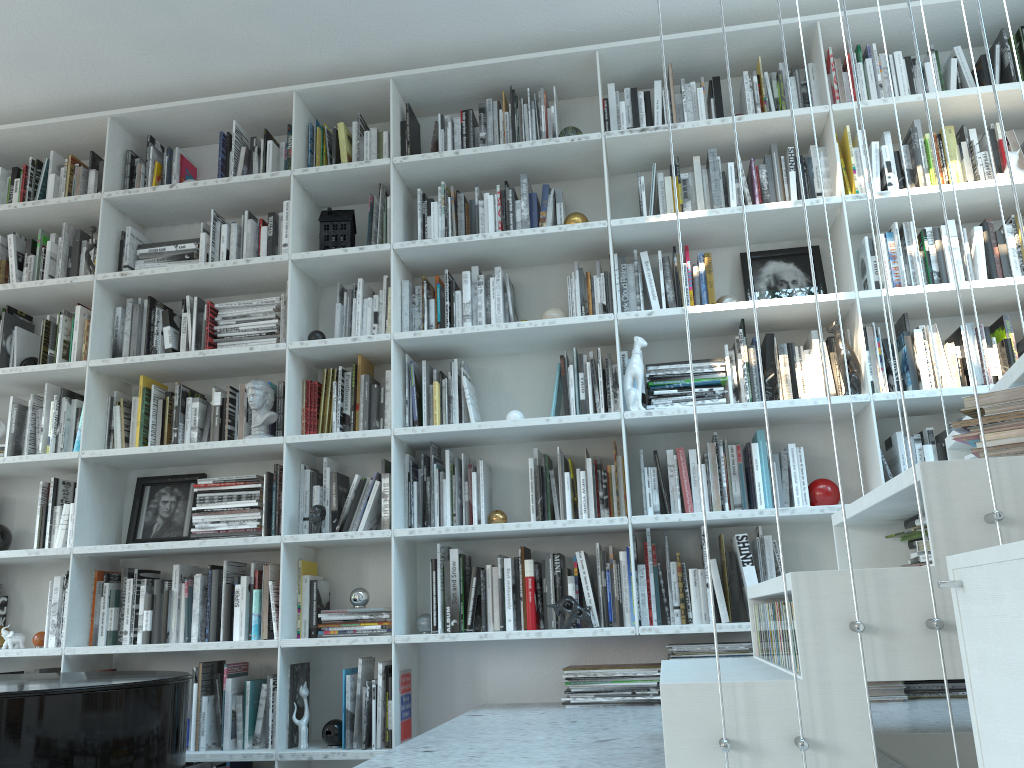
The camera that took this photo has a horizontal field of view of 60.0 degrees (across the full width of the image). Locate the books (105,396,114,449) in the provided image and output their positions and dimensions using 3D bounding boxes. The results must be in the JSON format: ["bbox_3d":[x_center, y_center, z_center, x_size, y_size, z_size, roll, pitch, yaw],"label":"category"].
[{"bbox_3d":[-1.632,0.193,3.681,0.012,0.253,0.161,-4,-15,9],"label":"books"}]

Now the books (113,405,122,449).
[{"bbox_3d":[-1.581,0.206,3.651,0.053,0.208,0.156,-4,-15,9],"label":"books"}]

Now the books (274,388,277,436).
[{"bbox_3d":[-0.927,0.146,3.584,0.021,0.241,0.103,-4,-15,9],"label":"books"}]

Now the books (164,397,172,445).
[{"bbox_3d":[-1.371,0.182,3.628,0.012,0.227,0.170,-4,-15,9],"label":"books"}]

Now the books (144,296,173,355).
[{"bbox_3d":[-1.492,-0.200,3.745,0.011,0.299,0.180,-4,-15,9],"label":"books"}]

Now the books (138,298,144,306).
[{"bbox_3d":[-1.555,-0.197,3.772,0.014,0.312,0.134,-4,-15,9],"label":"books"}]

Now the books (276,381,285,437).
[{"bbox_3d":[-0.908,0.131,3.565,0.025,0.259,0.131,-4,-15,9],"label":"books"}]

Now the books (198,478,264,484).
[{"bbox_3d":[-1.094,0.399,3.530,0.254,0.012,0.161,-4,-15,6],"label":"books"}]

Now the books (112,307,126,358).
[{"bbox_3d":[-1.629,-0.173,3.761,0.026,0.266,0.171,-4,-15,9],"label":"books"}]

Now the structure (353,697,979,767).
[{"bbox_3d":[0.498,1.050,1.603,2.899,0.657,3.122,-5,-15,9],"label":"structure"}]

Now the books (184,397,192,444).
[{"bbox_3d":[-1.277,0.180,3.612,0.024,0.216,0.175,-4,-15,9],"label":"books"}]

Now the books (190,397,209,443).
[{"bbox_3d":[-1.250,0.179,3.609,0.030,0.214,0.169,-4,-15,9],"label":"books"}]

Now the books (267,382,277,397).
[{"bbox_3d":[-0.958,0.136,3.583,0.014,0.262,0.135,-4,-15,9],"label":"books"}]

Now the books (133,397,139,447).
[{"bbox_3d":[-1.500,0.188,3.657,0.029,0.239,0.156,-4,-15,9],"label":"books"}]

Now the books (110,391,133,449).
[{"bbox_3d":[-1.620,0.181,3.692,0.010,0.281,0.140,-4,-15,9],"label":"books"}]

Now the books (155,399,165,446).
[{"bbox_3d":[-1.414,0.189,3.648,0.024,0.228,0.148,-4,-15,9],"label":"books"}]

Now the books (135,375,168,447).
[{"bbox_3d":[-1.475,0.141,3.632,0.014,0.316,0.188,-4,-15,9],"label":"books"}]

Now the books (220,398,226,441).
[{"bbox_3d":[-1.121,0.173,3.577,0.029,0.200,0.179,-4,-15,9],"label":"books"}]

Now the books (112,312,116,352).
[{"bbox_3d":[-1.646,-0.163,3.772,0.012,0.253,0.161,-4,-15,9],"label":"books"}]

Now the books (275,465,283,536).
[{"bbox_3d":[-0.890,0.473,3.481,0.011,0.287,0.152,-4,-15,9],"label":"books"}]

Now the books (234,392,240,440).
[{"bbox_3d":[-1.079,0.162,3.600,0.025,0.229,0.143,-4,-15,9],"label":"books"}]

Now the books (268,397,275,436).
[{"bbox_3d":[-0.945,0.161,3.569,0.012,0.205,0.146,-4,-15,9],"label":"books"}]

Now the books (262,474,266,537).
[{"bbox_3d":[-0.936,0.491,3.476,0.012,0.253,0.161,-4,-15,9],"label":"books"}]

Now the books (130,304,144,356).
[{"bbox_3d":[-1.539,-0.182,3.738,0.025,0.265,0.185,-4,-15,9],"label":"books"}]

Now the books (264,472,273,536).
[{"bbox_3d":[-0.925,0.486,3.473,0.011,0.260,0.184,-4,-15,9],"label":"books"}]

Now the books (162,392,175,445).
[{"bbox_3d":[-1.388,0.174,3.654,0.028,0.258,0.135,-4,-15,9],"label":"books"}]

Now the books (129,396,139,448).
[{"bbox_3d":[-1.526,0.188,3.668,0.026,0.247,0.139,-4,-15,9],"label":"books"}]

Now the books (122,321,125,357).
[{"bbox_3d":[-1.599,-0.153,3.767,0.027,0.227,0.147,-4,-15,9],"label":"books"}]

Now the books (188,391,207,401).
[{"bbox_3d":[-1.293,0.168,3.632,0.011,0.251,0.131,-4,-15,9],"label":"books"}]

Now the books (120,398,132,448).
[{"bbox_3d":[-1.561,0.192,3.664,0.042,0.241,0.162,-4,-15,9],"label":"books"}]

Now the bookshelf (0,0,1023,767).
[{"bbox_3d":[-1.028,0.338,3.470,6.297,3.133,0.331,-5,-15,9],"label":"bookshelf"}]

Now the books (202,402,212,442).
[{"bbox_3d":[-1.208,0.187,3.612,0.050,0.198,0.146,-4,-15,9],"label":"books"}]

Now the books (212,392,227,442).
[{"bbox_3d":[-1.150,0.163,3.582,0.029,0.223,0.186,-4,-15,9],"label":"books"}]

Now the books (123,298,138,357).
[{"bbox_3d":[-1.577,-0.192,3.755,0.026,0.296,0.179,-4,-15,9],"label":"books"}]

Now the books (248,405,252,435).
[{"bbox_3d":[-1.032,0.169,3.587,0.022,0.206,0.114,-4,-15,9],"label":"books"}]

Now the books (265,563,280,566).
[{"bbox_3d":[-0.919,0.834,3.407,0.010,0.283,0.132,-4,-15,9],"label":"books"}]

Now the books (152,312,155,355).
[{"bbox_3d":[-1.468,-0.169,3.736,0.014,0.232,0.147,-4,-15,9],"label":"books"}]

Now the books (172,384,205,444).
[{"bbox_3d":[-1.317,0.155,3.610,0.028,0.267,0.190,-4,-15,9],"label":"books"}]

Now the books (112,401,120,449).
[{"bbox_3d":[-1.609,0.202,3.683,0.011,0.234,0.142,-4,-15,9],"label":"books"}]

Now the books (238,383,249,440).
[{"bbox_3d":[-1.058,0.142,3.581,0.025,0.258,0.151,-4,-15,9],"label":"books"}]

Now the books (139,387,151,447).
[{"bbox_3d":[-1.460,0.164,3.623,0.015,0.266,0.189,-4,-15,9],"label":"books"}]

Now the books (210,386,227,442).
[{"bbox_3d":[-1.179,0.153,3.606,0.014,0.258,0.162,-4,-15,9],"label":"books"}]

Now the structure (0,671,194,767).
[{"bbox_3d":[-1.876,1.228,2.287,1.918,0.830,1.338,-5,-15,9],"label":"structure"}]

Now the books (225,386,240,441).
[{"bbox_3d":[-1.103,0.147,3.569,0.012,0.244,0.186,-4,-15,9],"label":"books"}]

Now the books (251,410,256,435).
[{"bbox_3d":[-1.011,0.141,3.584,0.024,0.258,0.127,-4,-15,9],"label":"books"}]

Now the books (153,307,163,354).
[{"bbox_3d":[-1.455,-0.179,3.732,0.014,0.249,0.173,-4,-15,9],"label":"books"}]

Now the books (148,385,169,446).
[{"bbox_3d":[-1.435,0.159,3.635,0.010,0.280,0.171,-4,-15,9],"label":"books"}]

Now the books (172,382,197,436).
[{"bbox_3d":[-1.334,0.152,3.629,0.013,0.283,0.177,-4,-15,9],"label":"books"}]

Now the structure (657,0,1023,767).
[{"bbox_3d":[0.507,-0.692,1.637,2.614,3.372,1.960,-4,-15,9],"label":"structure"}]

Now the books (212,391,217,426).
[{"bbox_3d":[-1.168,0.163,3.597,0.010,0.233,0.175,-4,-15,9],"label":"books"}]

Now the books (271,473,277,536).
[{"bbox_3d":[-0.901,0.489,3.479,0.013,0.255,0.163,-4,-15,9],"label":"books"}]

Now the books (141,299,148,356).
[{"bbox_3d":[-1.510,-0.194,3.755,0.029,0.294,0.151,-4,-15,9],"label":"books"}]

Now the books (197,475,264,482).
[{"bbox_3d":[-1.094,0.387,3.531,0.254,0.012,0.161,-6,-15,13],"label":"books"}]

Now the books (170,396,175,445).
[{"bbox_3d":[-1.351,0.179,3.633,0.025,0.235,0.137,-4,-15,9],"label":"books"}]

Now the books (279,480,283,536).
[{"bbox_3d":[-0.876,0.500,3.479,0.013,0.232,0.134,-4,-15,9],"label":"books"}]

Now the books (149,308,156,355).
[{"bbox_3d":[-1.480,-0.177,3.739,0.011,0.251,0.153,-4,-15,9],"label":"books"}]
